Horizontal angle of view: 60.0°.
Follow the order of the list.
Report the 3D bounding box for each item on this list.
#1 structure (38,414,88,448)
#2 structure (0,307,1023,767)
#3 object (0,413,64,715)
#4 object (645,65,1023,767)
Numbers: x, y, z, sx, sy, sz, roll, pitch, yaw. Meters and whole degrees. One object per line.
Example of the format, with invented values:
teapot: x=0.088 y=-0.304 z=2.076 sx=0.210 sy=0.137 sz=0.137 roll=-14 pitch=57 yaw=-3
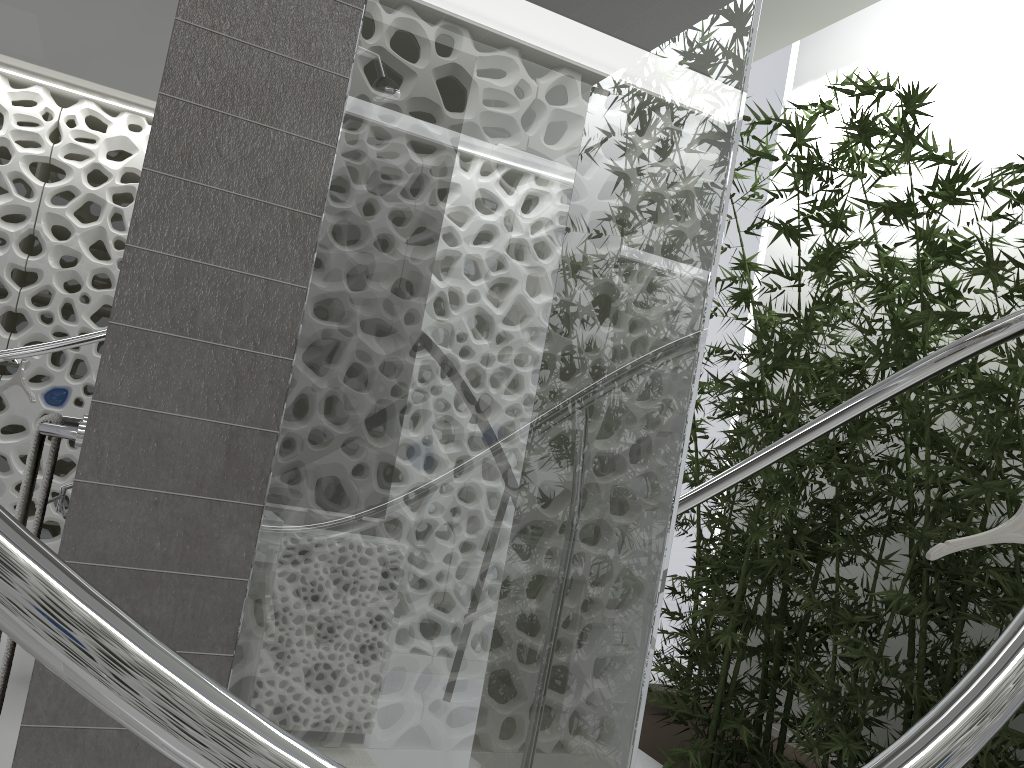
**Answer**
structure: x=-0.906 y=0.086 z=1.802 sx=0.078 sy=0.047 sz=0.442 roll=12 pitch=-5 yaw=-24
structure: x=-1.688 y=0.242 z=2.553 sx=5.250 sy=2.080 sz=5.433 roll=13 pitch=-5 yaw=-29
object: x=-0.983 y=0.383 z=1.766 sx=0.042 sy=0.656 sz=0.283 roll=12 pitch=-5 yaw=-24
object: x=1.804 y=0.030 z=3.732 sx=4.097 sy=4.038 sz=4.664 roll=8 pitch=-5 yaw=25
